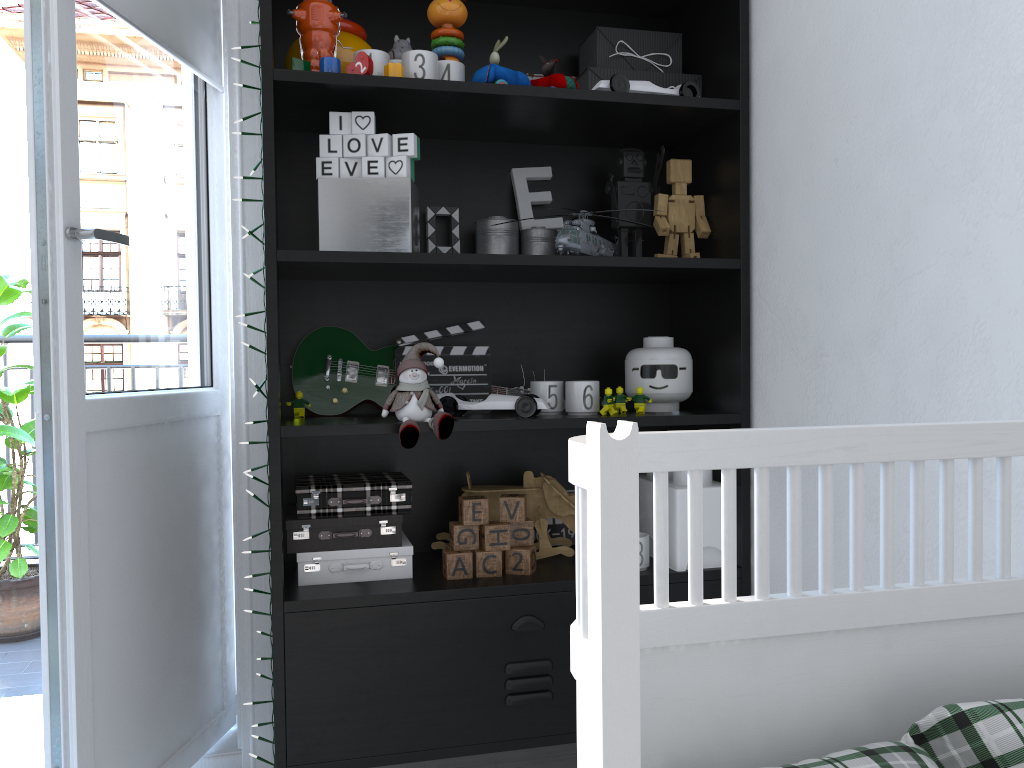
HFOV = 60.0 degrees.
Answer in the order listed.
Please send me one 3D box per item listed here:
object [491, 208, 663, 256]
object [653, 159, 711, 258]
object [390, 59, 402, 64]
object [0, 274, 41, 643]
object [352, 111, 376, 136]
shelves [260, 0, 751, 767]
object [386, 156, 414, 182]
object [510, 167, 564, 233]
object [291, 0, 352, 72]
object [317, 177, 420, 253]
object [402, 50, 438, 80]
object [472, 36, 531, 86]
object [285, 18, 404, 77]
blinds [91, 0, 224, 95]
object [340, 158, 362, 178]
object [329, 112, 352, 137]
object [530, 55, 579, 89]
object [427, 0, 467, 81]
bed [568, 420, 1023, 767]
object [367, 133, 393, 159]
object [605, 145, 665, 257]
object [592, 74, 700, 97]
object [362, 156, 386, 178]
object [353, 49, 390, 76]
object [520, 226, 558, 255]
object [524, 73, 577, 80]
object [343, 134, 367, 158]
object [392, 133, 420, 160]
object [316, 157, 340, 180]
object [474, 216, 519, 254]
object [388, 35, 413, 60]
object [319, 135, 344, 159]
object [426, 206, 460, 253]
[{"bbox_3d":[0.144,-0.294,1.797,0.368,0.106,0.349,-1,1,-12],"label":"object"},{"bbox_3d":[0.350,-0.355,1.835,0.114,0.221,0.052,-1,2,-15],"label":"object"},{"bbox_3d":[-0.217,-0.574,1.690,0.067,0.067,0.067,-2,2,-40],"label":"object"},{"bbox_3d":[-1.658,0.187,2.832,0.720,1.225,0.489,-1,2,-4],"label":"object"},{"bbox_3d":[-0.269,-0.470,1.613,0.040,0.040,0.040,-1,2,-4],"label":"object"},{"bbox_3d":[-0.016,-0.006,1.784,0.911,1.678,0.353,-1,2,-14],"label":"shelves"},{"bbox_3d":[-0.204,-0.390,1.614,0.040,0.040,0.040,0,2,16],"label":"object"},{"bbox_3d":[0.054,-0.403,1.936,0.107,0.151,0.055,-1,2,-14],"label":"object"},{"bbox_3d":[-0.344,-0.639,1.612,0.105,0.203,0.072,-1,2,-6],"label":"object"},{"bbox_3d":[-0.264,-0.302,1.654,0.170,0.138,0.124,-1,2,1],"label":"object"},{"bbox_3d":[-0.170,-0.574,1.641,0.067,0.067,0.067,-1,2,-13],"label":"object"},{"bbox_3d":[-0.016,-0.606,1.719,0.121,0.126,0.087,-2,2,-37],"label":"object"},{"bbox_3d":[-0.329,-0.637,1.688,0.197,0.197,0.318,-1,1,-18],"label":"object"},{"bbox_3d":[-0.659,-0.823,1.656,0.032,0.390,0.565,0,1,6],"label":"blinds"},{"bbox_3d":[-0.294,-0.389,1.624,0.040,0.040,0.040,-1,2,-9],"label":"object"},{"bbox_3d":[-0.311,-0.469,1.614,0.040,0.040,0.040,-1,2,-9],"label":"object"},{"bbox_3d":[0.080,-0.608,1.786,0.087,0.112,0.122,-2,2,-43],"label":"object"},{"bbox_3d":[-0.123,-0.648,1.691,0.077,0.213,0.077,0,2,19],"label":"object"},{"bbox_3d":[0.522,0.447,0.129,0.670,0.833,1.403,-1,1,-14],"label":"bed"},{"bbox_3d":[-0.237,-0.430,1.614,0.040,0.040,0.040,0,2,16],"label":"object"},{"bbox_3d":[0.261,-0.374,1.877,0.117,0.259,0.081,-1,2,-14],"label":"object"},{"bbox_3d":[0.261,-0.571,1.741,0.230,0.048,0.098,-1,1,-24],"label":"object"},{"bbox_3d":[-0.250,-0.390,1.615,0.040,0.040,0.040,-1,1,1],"label":"object"},{"bbox_3d":[-0.258,-0.572,1.634,0.067,0.067,0.067,-1,2,-13],"label":"object"},{"bbox_3d":[0.085,-0.288,1.816,0.078,0.091,0.246,-1,1,-19],"label":"object"},{"bbox_3d":[0.185,-0.620,1.973,0.347,0.132,0.037,-1,2,-14],"label":"object"},{"bbox_3d":[-0.282,-0.429,1.614,0.040,0.040,0.040,-1,2,6],"label":"object"},{"bbox_3d":[-0.192,-0.430,1.613,0.040,0.040,0.040,0,2,11],"label":"object"},{"bbox_3d":[-0.333,-0.389,1.616,0.040,0.040,0.040,-1,1,1],"label":"object"},{"bbox_3d":[-0.031,-0.296,1.873,0.095,0.110,0.095,-1,2,-9],"label":"object"},{"bbox_3d":[-0.221,-0.623,1.794,0.063,0.160,0.063,-2,2,-35],"label":"object"},{"bbox_3d":[-0.328,-0.429,1.615,0.040,0.040,0.040,-1,2,-4],"label":"object"},{"bbox_3d":[-0.146,-0.307,1.879,0.070,0.135,0.028,-1,2,-14],"label":"object"}]
